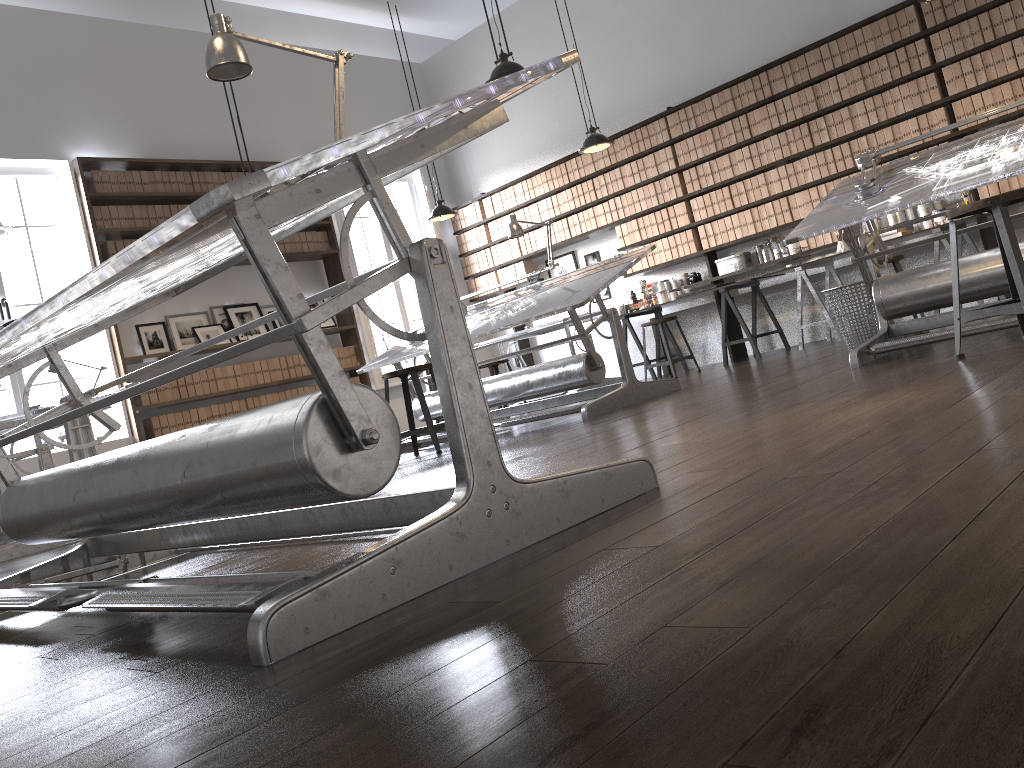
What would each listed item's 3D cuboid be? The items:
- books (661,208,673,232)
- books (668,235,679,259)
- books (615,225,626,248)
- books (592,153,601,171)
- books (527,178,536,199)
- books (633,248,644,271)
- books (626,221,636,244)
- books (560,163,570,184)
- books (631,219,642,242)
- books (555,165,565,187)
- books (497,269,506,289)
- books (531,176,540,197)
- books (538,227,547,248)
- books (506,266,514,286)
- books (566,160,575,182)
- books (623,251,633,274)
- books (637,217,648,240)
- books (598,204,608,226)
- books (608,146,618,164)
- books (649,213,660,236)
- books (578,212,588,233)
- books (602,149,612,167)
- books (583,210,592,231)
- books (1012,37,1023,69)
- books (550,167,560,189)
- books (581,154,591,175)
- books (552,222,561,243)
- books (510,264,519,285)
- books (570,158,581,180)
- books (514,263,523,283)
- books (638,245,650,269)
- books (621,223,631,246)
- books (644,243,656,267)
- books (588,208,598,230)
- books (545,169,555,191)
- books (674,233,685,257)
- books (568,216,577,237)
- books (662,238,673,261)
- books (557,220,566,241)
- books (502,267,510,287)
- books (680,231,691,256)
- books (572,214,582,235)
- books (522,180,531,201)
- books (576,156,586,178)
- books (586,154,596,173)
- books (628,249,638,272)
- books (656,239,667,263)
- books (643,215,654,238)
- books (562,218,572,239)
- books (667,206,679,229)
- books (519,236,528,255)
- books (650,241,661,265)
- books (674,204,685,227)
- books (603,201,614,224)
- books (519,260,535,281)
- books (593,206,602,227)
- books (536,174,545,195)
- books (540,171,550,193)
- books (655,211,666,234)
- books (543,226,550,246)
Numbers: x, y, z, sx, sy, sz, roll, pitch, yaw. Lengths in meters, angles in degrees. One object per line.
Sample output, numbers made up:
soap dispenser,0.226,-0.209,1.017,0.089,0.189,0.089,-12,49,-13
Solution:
books,1.538,-1.585,8.568,0.066,0.226,0.175,-16,-3,43
books,1.605,-1.323,8.549,0.066,0.226,0.175,-16,-3,43
books,1.143,-1.490,8.944,0.066,0.226,0.175,-16,-3,43
books,0.908,-2.280,9.028,0.066,0.226,0.175,-16,-3,43
books,0.263,-2.125,9.642,0.066,0.226,0.175,-16,-3,43
books,1.305,-1.250,8.840,0.066,0.226,0.175,-16,-3,43
books,1.241,-1.514,8.855,0.066,0.226,0.175,-16,-3,43
books,0.606,-2.208,9.310,0.066,0.226,0.175,-16,-3,43
books,1.286,-1.524,8.807,0.066,0.226,0.175,-16,-3,43
books,0.557,-2.196,9.364,0.066,0.226,0.175,-16,-3,43
books,-0.065,-1.199,10.093,0.066,0.226,0.175,-16,-3,43
books,0.314,-2.137,9.596,0.066,0.226,0.175,-16,-3,43
books,0.386,-1.586,9.620,0.066,0.226,0.175,-16,-3,43
books,0.033,-1.223,10.005,0.066,0.226,0.175,-16,-3,43
books,0.663,-2.221,9.263,0.066,0.226,0.175,-16,-3,43
books,1.211,-1.228,8.925,0.066,0.226,0.175,-16,-3,43
books,1.337,-1.537,8.766,0.066,0.226,0.175,-16,-3,43
books,0.976,-1.728,9.058,0.066,0.226,0.175,-16,-3,43
books,1.054,-2.315,8.890,0.066,0.226,0.175,-16,-3,43
books,1.435,-1.560,8.667,0.066,0.226,0.175,-16,-3,43
books,0.788,-1.683,9.241,0.066,0.226,0.175,-16,-3,43
books,1.001,-2.303,8.934,0.066,0.226,0.175,-16,-3,43
books,0.838,-1.695,9.193,0.066,0.226,0.175,-16,-3,43
books,3.723,-2.396,6.443,0.066,0.226,0.175,-16,-3,43
books,0.509,-2.184,9.406,0.066,0.226,0.175,-16,-3,43
books,0.813,-2.258,9.119,0.066,0.226,0.175,-16,-3,43
books,0.534,-1.622,9.480,0.066,0.226,0.175,-16,-3,43
books,0.077,-1.233,9.956,0.066,0.226,0.175,-16,-3,43
books,0.710,-2.233,9.212,0.066,0.226,0.175,-16,-3,43
books,0.132,-1.246,9.914,0.066,0.226,0.175,-16,-3,43
books,1.355,-1.262,8.790,0.066,0.226,0.175,-16,-3,43
books,1.196,-1.503,8.896,0.066,0.226,0.175,-16,-3,43
books,1.408,-1.275,8.745,0.066,0.226,0.175,-16,-3,43
books,0.882,-1.705,9.143,0.066,0.226,0.175,-16,-3,43
books,0.461,-2.173,9.446,0.066,0.226,0.175,-16,-3,43
books,1.653,-1.334,8.510,0.066,0.226,0.175,-16,-3,43
books,0.687,-1.659,9.337,0.066,0.226,0.175,-16,-3,43
books,1.554,-1.310,8.598,0.066,0.226,0.175,-16,-3,43
books,0.582,-1.633,9.438,0.066,0.226,0.175,-16,-3,43
books,-0.012,-1.212,10.046,0.066,0.226,0.175,-16,-3,43
books,1.701,-1.346,8.467,0.066,0.226,0.175,-16,-3,43
books,0.735,-1.670,9.286,0.066,0.226,0.175,-16,-3,43
books,0.211,-2.113,9.686,0.066,0.226,0.175,-16,-3,43
books,0.763,-2.245,9.167,0.066,0.226,0.175,-16,-3,43
books,0.857,-2.268,9.070,0.066,0.226,0.175,-16,-3,43
books,1.262,-1.240,8.884,0.066,0.226,0.175,-16,-3,43
books,1.505,-1.298,8.649,0.066,0.226,0.175,-16,-3,43
books,1.388,-1.549,8.718,0.066,0.226,0.175,-16,-3,43
books,0.631,-1.645,9.384,0.066,0.226,0.175,-16,-3,43
books,1.594,-1.599,8.522,0.066,0.226,0.175,-16,-3,43
books,0.179,-1.536,9.816,0.066,0.226,0.175,-16,-3,43
books,1.458,-1.287,8.699,0.066,0.226,0.175,-16,-3,43
books,1.646,-1.611,8.469,0.066,0.226,0.175,-16,-3,43
books,1.026,-1.740,9.008,0.066,0.226,0.175,-16,-3,43
books,0.180,-1.258,9.866,0.066,0.226,0.175,-16,-3,43
books,0.932,-1.718,9.102,0.066,0.226,0.175,-16,-3,43
books,0.361,-2.149,9.546,0.066,0.226,0.175,-16,-3,43
books,0.410,-2.160,9.495,0.066,0.226,0.175,-16,-3,43
books,1.489,-1.573,8.622,0.066,0.226,0.175,-16,-3,43
books,0.435,-1.598,9.568,0.066,0.226,0.175,-16,-3,43
